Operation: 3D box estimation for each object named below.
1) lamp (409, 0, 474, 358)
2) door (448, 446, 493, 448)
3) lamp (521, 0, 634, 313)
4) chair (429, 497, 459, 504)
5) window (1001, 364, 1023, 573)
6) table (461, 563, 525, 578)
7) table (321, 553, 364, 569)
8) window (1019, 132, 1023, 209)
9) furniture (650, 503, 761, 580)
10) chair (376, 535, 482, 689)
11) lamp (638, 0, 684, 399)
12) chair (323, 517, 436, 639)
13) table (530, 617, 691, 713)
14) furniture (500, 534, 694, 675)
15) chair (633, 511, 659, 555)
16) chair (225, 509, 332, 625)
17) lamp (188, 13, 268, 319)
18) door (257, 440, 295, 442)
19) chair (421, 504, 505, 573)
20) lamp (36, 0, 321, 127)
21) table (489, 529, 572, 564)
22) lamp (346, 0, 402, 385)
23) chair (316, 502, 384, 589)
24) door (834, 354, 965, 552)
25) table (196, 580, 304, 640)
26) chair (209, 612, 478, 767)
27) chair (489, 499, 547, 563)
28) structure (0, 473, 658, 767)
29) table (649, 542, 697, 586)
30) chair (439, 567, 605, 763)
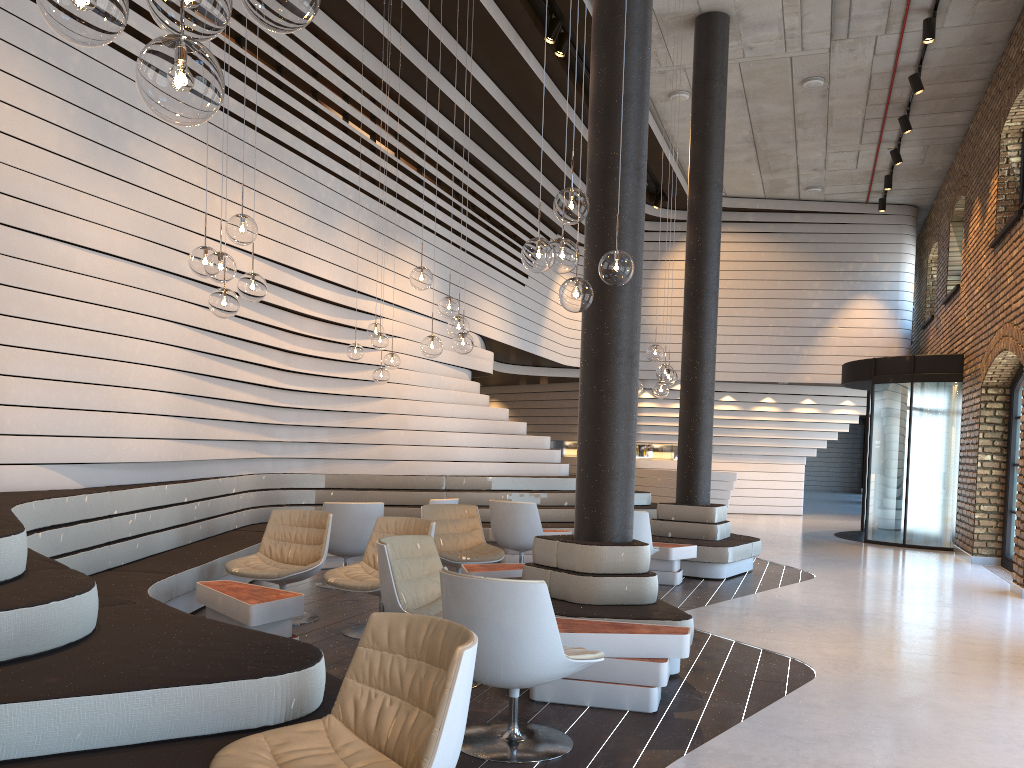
[{"bbox_3d":[-0.450,-2.563,6.430,0.310,4.755,0.658,3,2,28],"label":"lamp"},{"bbox_3d":[-1.164,1.465,22.073,1.777,2.709,0.079,2,2,24],"label":"door"},{"bbox_3d":[0.377,-2.691,4.118,0.545,4.688,0.292,2,2,5],"label":"lamp"},{"bbox_3d":[-0.898,1.501,8.767,0.712,0.768,0.654,2,0,19],"label":"chair"},{"bbox_3d":[5.772,0.905,9.747,0.130,2.541,2.348,3,0,19],"label":"window"},{"bbox_3d":[-0.053,1.587,6.796,0.902,0.371,0.415,4,-2,-33],"label":"table"},{"bbox_3d":[-1.771,1.693,9.088,0.902,0.371,0.415,4,-2,-33],"label":"table"},{"bbox_3d":[5.785,-2.431,9.654,0.126,1.454,1.566,3,-1,19],"label":"window"},{"bbox_3d":[2.092,1.677,9.573,1.765,0.724,1.280,4,-3,-35],"label":"furniture"},{"bbox_3d":[-0.394,1.240,4.835,0.712,0.768,0.654,2,-1,22],"label":"chair"},{"bbox_3d":[1.862,-1.774,13.964,9.055,4.621,41.841,1,-4,19],"label":"lamp"},{"bbox_3d":[-0.881,1.305,5.984,0.659,0.768,0.707,1,-1,39],"label":"chair"},{"bbox_3d":[0.454,1.445,4.552,0.907,0.371,0.413,1,-1,12],"label":"table"},{"bbox_3d":[0.295,1.347,5.709,1.273,0.723,1.776,2,-3,-10],"label":"furniture"},{"bbox_3d":[0.988,1.509,8.020,0.658,0.768,0.708,2,-1,20],"label":"chair"},{"bbox_3d":[-1.655,1.306,6.346,0.658,0.768,0.708,2,-1,27],"label":"chair"},{"bbox_3d":[-1.465,-2.702,4.792,0.294,4.688,0.541,2,2,14],"label":"lamp"},{"bbox_3d":[-3.120,1.009,12.230,0.973,2.111,0.162,2,2,19],"label":"door"},{"bbox_3d":[-0.444,1.427,7.508,0.654,0.768,0.713,2,-1,-31],"label":"chair"},{"bbox_3d":[-0.608,-2.835,1.729,0.543,4.641,0.275,1,2,-19],"label":"lamp"},{"bbox_3d":[0.218,1.798,9.666,0.904,0.371,0.414,2,-1,-8],"label":"table"},{"bbox_3d":[-1.259,-2.362,8.474,0.530,4.727,0.333,1,2,-19],"label":"lamp"},{"bbox_3d":[-1.492,1.423,7.935,0.654,0.768,0.712,2,-1,-26],"label":"chair"},{"bbox_3d":[6.846,1.129,13.885,3.213,2.859,3.242,1,-1,26],"label":"door"},{"bbox_3d":[-1.571,1.437,5.358,0.412,0.371,0.910,3,-3,-38],"label":"table"},{"bbox_3d":[-0.461,1.070,2.447,0.707,0.768,0.659,2,-1,-33],"label":"chair"},{"bbox_3d":[0.106,1.536,8.804,0.659,0.768,0.707,2,-1,35],"label":"chair"},{"bbox_3d":[-2.154,1.139,5.335,5.784,0.929,18.187,1,-4,16],"label":"structure"},{"bbox_3d":[1.337,1.768,8.729,0.908,0.371,0.412,1,-2,22],"label":"table"},{"bbox_3d":[0.021,1.185,3.861,0.659,0.768,0.707,1,-1,37],"label":"chair"}]
